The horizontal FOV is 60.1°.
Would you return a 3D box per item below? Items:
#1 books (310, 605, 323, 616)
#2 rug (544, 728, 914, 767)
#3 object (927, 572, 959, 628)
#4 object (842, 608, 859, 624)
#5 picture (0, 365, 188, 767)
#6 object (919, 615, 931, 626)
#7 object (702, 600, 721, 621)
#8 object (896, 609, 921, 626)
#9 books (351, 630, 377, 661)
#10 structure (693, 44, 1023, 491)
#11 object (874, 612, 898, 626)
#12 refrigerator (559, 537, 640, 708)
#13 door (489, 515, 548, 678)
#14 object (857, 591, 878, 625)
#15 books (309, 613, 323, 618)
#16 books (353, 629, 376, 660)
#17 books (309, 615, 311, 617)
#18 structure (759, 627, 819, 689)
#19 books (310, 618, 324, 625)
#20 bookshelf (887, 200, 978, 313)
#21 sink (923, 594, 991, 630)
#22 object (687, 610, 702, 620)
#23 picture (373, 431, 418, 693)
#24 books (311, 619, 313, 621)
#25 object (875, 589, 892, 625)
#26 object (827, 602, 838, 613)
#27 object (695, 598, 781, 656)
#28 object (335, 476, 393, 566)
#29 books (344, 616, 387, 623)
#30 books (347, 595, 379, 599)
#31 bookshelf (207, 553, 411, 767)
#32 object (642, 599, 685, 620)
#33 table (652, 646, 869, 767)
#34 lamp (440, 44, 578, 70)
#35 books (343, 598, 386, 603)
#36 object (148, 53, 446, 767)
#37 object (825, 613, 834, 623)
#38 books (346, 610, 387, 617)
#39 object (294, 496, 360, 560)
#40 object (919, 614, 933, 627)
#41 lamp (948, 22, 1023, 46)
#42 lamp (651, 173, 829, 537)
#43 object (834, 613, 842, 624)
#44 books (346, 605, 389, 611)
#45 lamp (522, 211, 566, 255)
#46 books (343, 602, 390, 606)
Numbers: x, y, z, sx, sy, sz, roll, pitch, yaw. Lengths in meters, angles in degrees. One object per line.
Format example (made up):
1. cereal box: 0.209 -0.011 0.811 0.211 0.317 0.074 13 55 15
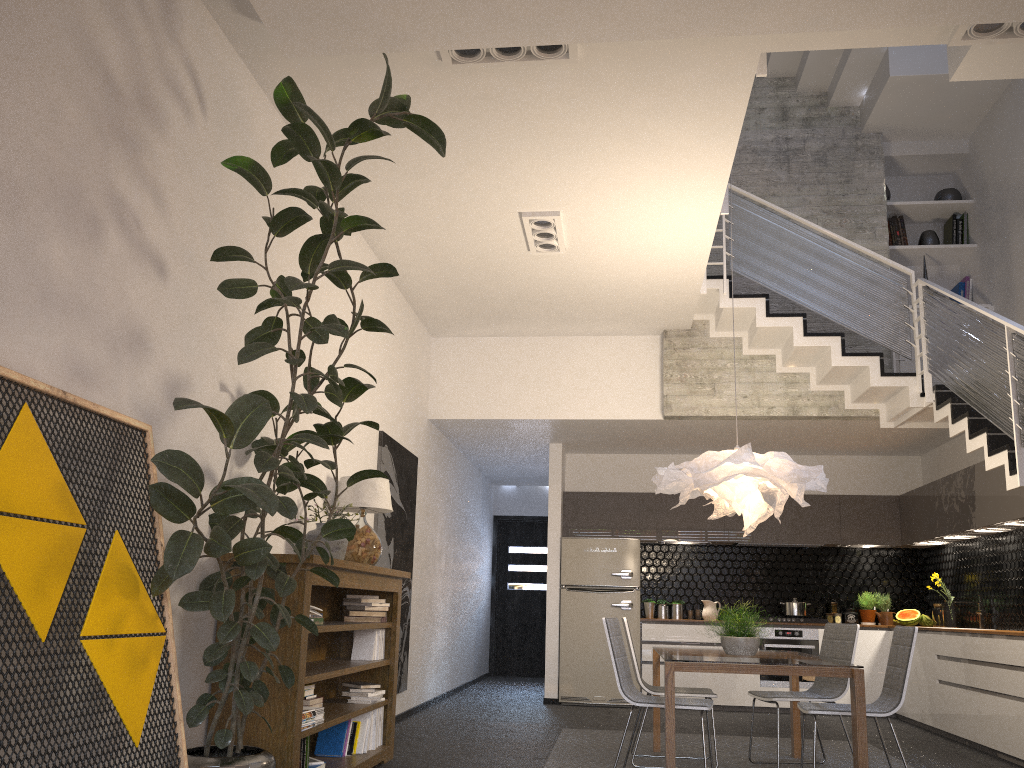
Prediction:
1. books: -1.140 1.101 4.363 0.323 0.108 0.275 -11 -18 41
2. rug: 1.374 2.347 5.283 2.371 0.006 3.729 0 -14 7
3. object: 4.259 2.129 8.730 0.257 0.536 0.431 -5 -14 30
4. object: 3.605 2.477 9.448 0.141 0.172 0.143 0 -13 7
5. picture: -1.317 0.749 2.467 0.386 1.587 1.514 0 -13 7
6. object: 4.341 2.490 9.317 0.132 0.118 0.206 -5 -15 26
7. object: 2.159 2.457 9.608 0.190 0.213 0.173 -3 -13 20
8. object: 4.088 2.409 9.135 0.236 0.172 0.219 -8 -16 35
9. books: -0.916 1.617 5.482 0.135 0.180 0.079 0 -12 7
10. structure: 2.077 -1.430 7.005 4.234 8.218 8.557 0 -13 7
11. object: 3.908 2.448 9.238 0.210 0.139 0.125 -10 -17 40
12. refrigerator: 0.943 2.521 9.441 0.829 1.693 0.778 0 -12 7
13. door: 0.250 3.066 12.814 1.108 2.290 0.162 0 -11 7
14. object: 3.794 2.377 9.402 0.245 0.350 0.237 -1 -12 11
15. books: -1.085 1.177 4.504 0.166 0.023 0.230 -1 -14 11
16. books: -0.926 1.629 5.539 0.136 0.186 0.018 0 -11 7
17. books: -1.130 1.121 4.302 0.253 0.011 0.321 7 -15 -21
18. structure: 2.832 2.829 9.192 0.587 0.582 0.591 0 -13 7
19. books: -1.091 1.207 4.508 0.179 0.033 0.246 -1 -14 10
20. bookshelf: 3.872 -1.142 8.503 0.973 1.095 0.448 0 -12 7
21. sink: 3.993 2.115 7.961 0.489 0.444 0.732 0 -14 7
22. object: 1.986 2.515 9.653 0.160 0.109 0.078 -1 -13 12
23. picture: -0.964 1.496 7.220 0.033 2.006 1.247 0 -12 7
24. books: -1.135 1.148 4.326 0.253 0.011 0.321 8 -16 -25
25. object: 3.932 2.360 9.369 0.170 0.375 0.185 -10 -16 43
26. object: 3.432 2.398 9.482 0.083 0.112 0.083 4 -13 -13
27. object: 1.388 1.498 5.460 0.531 0.363 0.675 1 -14 2
28. object: -0.964 0.902 5.698 0.390 0.576 0.393 7 -13 -23
29. books: -0.921 1.483 5.584 0.230 0.034 0.289 2 -14 -1
30. books: -0.952 1.360 5.655 0.205 0.022 0.157 4 -14 -8
31. bookshelf: -1.025 1.583 4.865 0.451 1.159 1.941 0 -14 7
32. object: 1.650 2.454 9.667 0.482 0.218 0.174 1 -12 4
33. table: 1.390 2.008 5.367 0.997 0.706 1.821 0 -14 7
34. lamp: -0.018 -1.592 4.147 0.645 0.065 0.256 0 -14 7
35. books: -0.945 1.383 5.650 0.176 0.023 0.244 12 -18 -37
36. object: -0.911 0.243 3.633 0.908 3.165 2.032 5 -13 -15
37. object: 3.397 2.509 9.477 0.083 0.112 0.083 0 -12 7
38. books: 1.034 -1.312 7.905 5.424 6.636 0.362 13 -16 -41
39. object: -1.063 0.829 5.082 0.386 0.408 0.278 5 -13 -14
40. object: 4.304 2.442 9.148 0.225 0.126 0.149 14 -18 -41
41. lamp: 2.286 -1.598 3.867 0.645 0.065 0.256 0 -14 7
42. lamp: 1.493 -1.574 6.070 1.118 5.156 1.072 -2 -12 18
43. object: 3.483 2.508 9.462 0.083 0.112 0.083 -2 -13 17
44. books: -0.924 1.433 5.660 0.180 0.029 0.226 14 -18 -39
45. lamp: 0.230 -1.064 6.202 0.253 0.065 0.652 0 -14 7
46. books: -0.932 1.409 5.663 0.244 0.019 0.176 -7 -17 31
